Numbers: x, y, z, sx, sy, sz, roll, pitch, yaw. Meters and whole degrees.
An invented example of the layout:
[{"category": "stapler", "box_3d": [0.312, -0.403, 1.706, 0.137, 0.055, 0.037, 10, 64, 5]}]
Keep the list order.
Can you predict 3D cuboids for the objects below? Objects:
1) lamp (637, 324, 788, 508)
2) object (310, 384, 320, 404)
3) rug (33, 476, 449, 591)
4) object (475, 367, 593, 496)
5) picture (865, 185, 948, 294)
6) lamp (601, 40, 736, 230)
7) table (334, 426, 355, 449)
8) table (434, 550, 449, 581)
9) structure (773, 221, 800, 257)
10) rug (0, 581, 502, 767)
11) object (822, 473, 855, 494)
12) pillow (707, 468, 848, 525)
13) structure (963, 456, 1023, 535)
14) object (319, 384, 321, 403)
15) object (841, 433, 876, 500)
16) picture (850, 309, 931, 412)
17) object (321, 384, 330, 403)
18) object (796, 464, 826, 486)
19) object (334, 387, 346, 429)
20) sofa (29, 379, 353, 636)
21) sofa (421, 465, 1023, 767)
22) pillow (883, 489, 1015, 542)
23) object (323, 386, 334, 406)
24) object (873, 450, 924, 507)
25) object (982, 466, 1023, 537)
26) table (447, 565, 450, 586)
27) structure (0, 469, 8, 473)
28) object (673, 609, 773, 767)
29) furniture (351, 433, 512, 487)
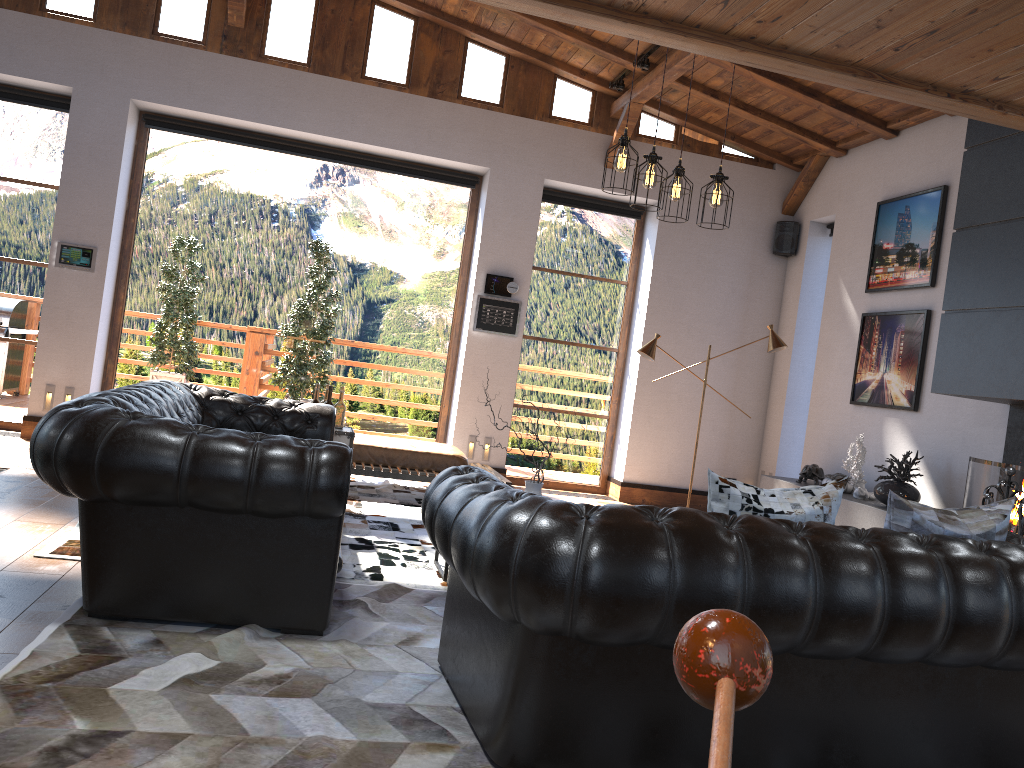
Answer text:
[{"category": "lamp", "box_3d": [1.731, 0.337, 8.148, 1.318, 1.899, 0.529, 8, 0, 7]}, {"category": "object", "box_3d": [-1.327, 0.144, 5.972, 0.088, 0.286, 0.087, 8, 0, -36]}, {"category": "rug", "box_3d": [-1.410, 0.856, 6.198, 2.443, 0.053, 3.791, 8, 1, -12]}, {"category": "object", "box_3d": [0.095, 0.347, 4.571, 0.620, 0.808, 0.406, 8, 0, -2]}, {"category": "picture", "box_3d": [3.291, -1.190, 7.442, 0.036, 0.816, 0.875, 8, 0, -12]}, {"category": "lamp", "box_3d": [0.982, -2.020, 4.929, 0.809, 2.202, 0.259, 8, 0, -22]}, {"category": "table", "box_3d": [-1.327, 0.590, 6.070, 0.419, 0.609, 0.403, 8, 0, -13]}, {"category": "table", "box_3d": [-0.068, 0.903, 4.956, 0.653, 0.350, 0.398, 8, 0, -13]}, {"category": "structure", "box_3d": [2.857, -1.511, 9.226, 0.214, 0.349, 0.212, 8, 0, -13]}, {"category": "rug", "box_3d": [0.316, 1.136, 3.418, 4.063, 0.053, 2.420, 8, 1, -13]}, {"category": "object", "box_3d": [2.748, 0.827, 7.455, 0.260, 0.160, 0.280, 8, 1, -11]}, {"category": "pillow", "box_3d": [0.847, 0.506, 2.997, 0.530, 0.469, 0.282, 8, 0, -10]}, {"category": "structure", "box_3d": [3.060, 0.751, 5.458, 0.184, 0.514, 0.978, 8, 1, -13]}, {"category": "object", "box_3d": [-1.345, 0.140, 6.074, 0.087, 0.286, 0.088, 8, 0, 27]}, {"category": "object", "box_3d": [2.763, 0.653, 7.081, 0.432, 0.532, 0.256, 8, 0, -44]}, {"category": "picture", "box_3d": [3.155, -0.204, 7.439, 0.036, 0.816, 0.875, 8, 0, -12]}, {"category": "object", "box_3d": [-1.295, 0.146, 6.153, 0.087, 0.286, 0.087, 8, 0, 0]}, {"category": "object", "box_3d": [2.647, 0.796, 7.835, 0.224, 0.183, 0.409, 8, 1, 31]}, {"category": "object", "box_3d": [-1.186, 0.161, 6.113, 0.087, 0.286, 0.087, 8, 0, -3]}, {"category": "sofa", "box_3d": [-1.489, 0.474, 4.462, 1.246, 0.838, 2.553, 8, 1, -13]}, {"category": "sofa", "box_3d": [0.985, 0.837, 3.091, 2.579, 0.838, 1.233, 8, 1, -14]}, {"category": "pillow", "box_3d": [1.505, 0.595, 3.157, 0.530, 0.469, 0.282, 8, 0, -10]}, {"category": "object", "box_3d": [-1.254, 0.153, 6.041, 0.088, 0.286, 0.086, 8, 0, -35]}, {"category": "object", "box_3d": [2.913, 0.707, 6.673, 0.332, 0.455, 0.343, 8, 0, 13]}, {"category": "object", "box_3d": [2.744, 0.969, 4.998, 0.304, 1.017, 0.310, 8, 0, 32]}, {"category": "table", "box_3d": [0.049, 0.925, 4.537, 0.654, 0.350, 0.397, 8, 0, -18]}, {"category": "structure", "box_3d": [-8.808, -0.533, 6.047, 11.080, 6.398, 9.166, 8, 1, -13]}, {"category": "object", "box_3d": [0.369, 0.218, 0.304, 0.643, 0.349, 0.524, 8, 1, 14]}, {"category": "furniture", "box_3d": [-1.463, 0.637, 7.505, 2.773, 0.436, 1.170, 8, 1, -13]}]
